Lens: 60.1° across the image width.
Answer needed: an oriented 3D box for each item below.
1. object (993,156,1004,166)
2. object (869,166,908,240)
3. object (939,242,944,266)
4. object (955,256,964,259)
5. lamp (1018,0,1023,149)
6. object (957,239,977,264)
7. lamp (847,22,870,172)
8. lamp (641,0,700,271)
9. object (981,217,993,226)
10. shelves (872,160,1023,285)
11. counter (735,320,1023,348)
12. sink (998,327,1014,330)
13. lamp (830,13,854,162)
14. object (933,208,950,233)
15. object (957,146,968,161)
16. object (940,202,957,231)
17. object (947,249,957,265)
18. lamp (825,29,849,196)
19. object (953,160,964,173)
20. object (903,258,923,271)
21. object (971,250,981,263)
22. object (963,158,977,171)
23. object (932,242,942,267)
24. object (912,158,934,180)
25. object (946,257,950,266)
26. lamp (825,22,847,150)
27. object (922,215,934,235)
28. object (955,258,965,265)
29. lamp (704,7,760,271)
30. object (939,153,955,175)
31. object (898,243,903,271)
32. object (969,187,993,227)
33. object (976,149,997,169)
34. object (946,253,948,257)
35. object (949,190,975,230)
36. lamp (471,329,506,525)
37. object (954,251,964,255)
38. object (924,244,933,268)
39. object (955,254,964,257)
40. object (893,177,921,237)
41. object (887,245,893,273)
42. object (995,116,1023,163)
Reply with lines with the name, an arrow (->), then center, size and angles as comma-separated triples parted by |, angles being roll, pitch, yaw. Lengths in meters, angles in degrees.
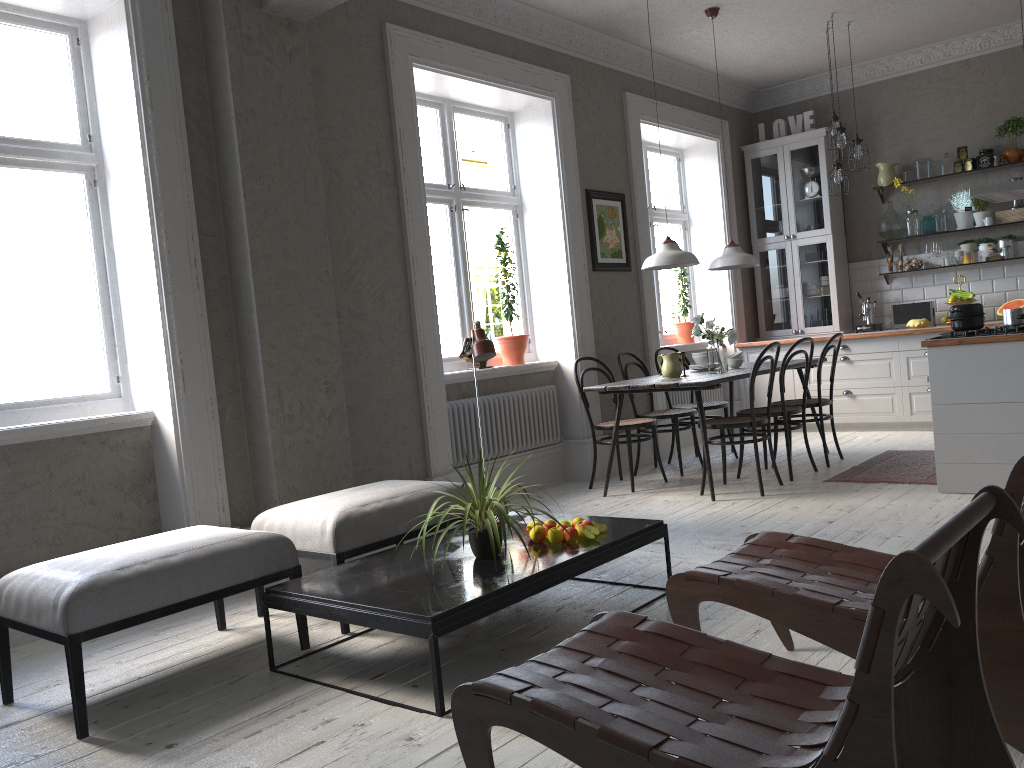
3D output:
object -> 4.098, -1.881, 7.456 | 0.091, 0.096, 0.076 | -3, 4, 41
object -> 3.419, -1.651, 8.057 | 0.332, 0.674, 0.340 | -5, 3, 8
object -> 3.812, -1.151, 7.901 | 0.080, 0.217, 0.083 | -4, 3, 26
object -> 3.896, -1.084, 7.707 | 0.076, 0.051, 0.079 | -4, 3, 33
lamp -> 3.826, -2.641, 6.635 | 0.148, 1.735, 0.145 | -6, 3, -18
object -> 3.999, -1.164, 7.779 | 0.154, 0.217, 0.158 | -5, 3, 20
lamp -> 2.651, -2.545, 6.927 | 0.144, 1.735, 0.149 | -4, 3, 27
lamp -> 0.940, -1.679, 5.710 | 0.383, 1.859, 0.376 | -6, 3, -13
object -> 4.059, -1.384, 7.543 | 0.063, 0.071, 0.104 | -6, 3, -19
shelves -> 3.904, -1.372, 7.786 | 1.289, 0.923, 0.233 | -3, 4, 40
counter -> 2.768, -0.351, 6.732 | 3.095, 0.039, 3.461 | -3, 3, 40
sink -> 3.240, -0.464, 5.461 | 0.517, 0.720, 0.496 | -3, 4, 40
lamp -> 2.432, -2.564, 6.688 | 0.147, 1.735, 0.146 | -6, 3, -3
object -> 3.779, -1.435, 7.801 | 0.127, 0.206, 0.122 | -7, 3, -27
object -> 3.896, -1.992, 7.661 | 0.081, 0.113, 0.084 | -5, 3, 20
object -> 3.892, -1.479, 7.903 | 0.134, 0.264, 0.128 | -8, 4, -45
object -> 3.871, -1.112, 7.782 | 0.078, 0.139, 0.079 | -5, 3, 13
lamp -> 2.537, -2.380, 7.047 | 0.146, 1.735, 0.147 | -5, 3, 7
object -> 3.889, -1.881, 7.698 | 0.081, 0.113, 0.084 | -3, 4, 40
object -> 3.627, -1.083, 8.015 | 0.174, 0.111, 0.097 | -5, 3, 17
object -> 4.018, -1.106, 7.676 | 0.076, 0.108, 0.079 | -4, 3, 33
object -> 3.952, -1.884, 7.640 | 0.084, 0.113, 0.081 | -8, 4, -40
object -> 3.756, -1.142, 7.829 | 0.080, 0.217, 0.083 | -4, 3, 26
object -> 3.665, -1.903, 7.889 | 0.173, 0.184, 0.170 | -6, 3, -11
object -> 3.900, -1.090, 7.861 | 0.079, 0.083, 0.076 | -7, 3, -32
lamp -> 2.451, -2.705, 6.865 | 0.144, 1.735, 0.149 | -4, 3, 27
object -> 3.746, -1.422, 7.949 | 0.123, 0.172, 0.129 | -3, 4, 43
object -> 3.898, -1.067, 7.708 | 0.076, 0.051, 0.079 | -4, 3, 33
lamp -> 1.525, -1.766, 6.406 | 0.387, 1.859, 0.371 | -8, 4, -42
object -> 3.860, -1.937, 7.850 | 0.140, 0.220, 0.140 | -6, 3, 0
object -> 3.558, -1.156, 8.095 | 0.062, 0.264, 0.052 | -6, 3, -14
object -> 4.035, -1.539, 7.626 | 0.184, 0.380, 0.169 | -6, 3, 1
object -> 4.074, -1.924, 7.601 | 0.139, 0.174, 0.145 | -3, 4, 40
object -> 3.896, -1.123, 7.859 | 0.079, 0.083, 0.076 | -7, 3, -32
object -> 3.971, -1.527, 7.751 | 0.239, 0.354, 0.240 | -7, 3, -32
lamp -> -0.121, 0.188, 3.735 | 0.139, 0.839, 0.249 | -6, 3, -14
object -> 3.892, -1.127, 7.705 | 0.076, 0.051, 0.078 | -4, 3, 26
object -> 3.750, -1.147, 7.958 | 0.080, 0.217, 0.083 | -4, 3, 26
object -> 3.895, -1.101, 7.706 | 0.079, 0.051, 0.076 | -7, 3, -31
object -> 3.528, -1.586, 7.917 | 0.188, 0.540, 0.286 | -4, 3, 32
object -> 3.489, -1.153, 8.173 | 0.053, 0.264, 0.062 | -5, 3, 11
object -> 4.208, -2.041, 7.413 | 0.245, 0.397, 0.256 | -7, 3, -25
